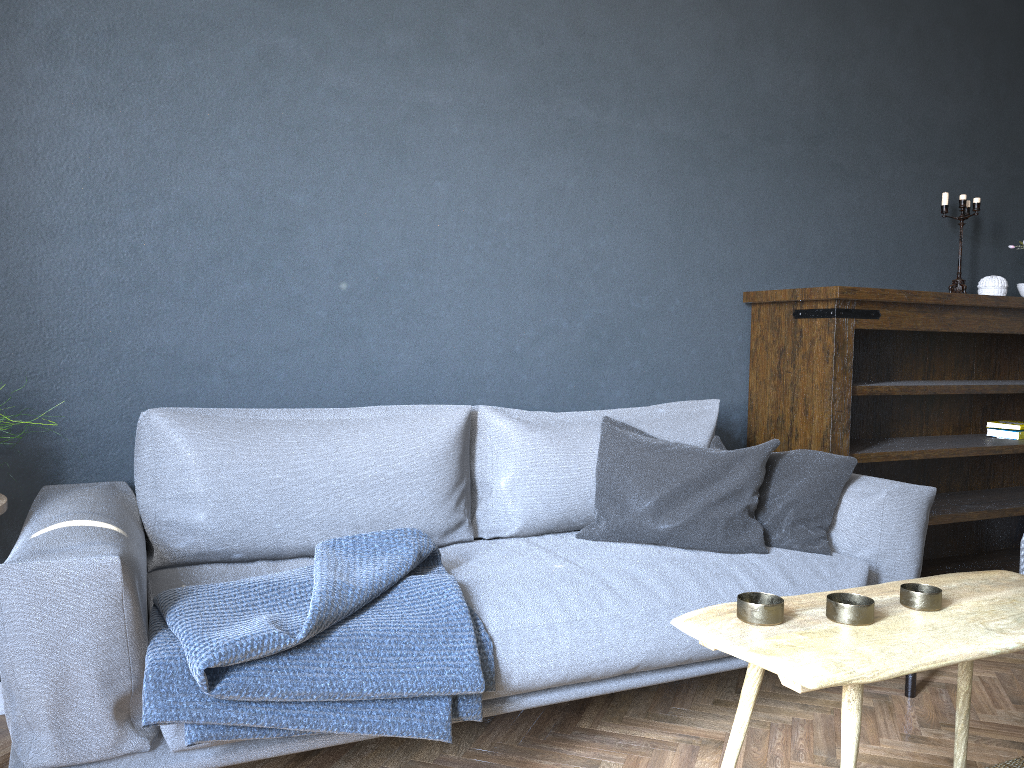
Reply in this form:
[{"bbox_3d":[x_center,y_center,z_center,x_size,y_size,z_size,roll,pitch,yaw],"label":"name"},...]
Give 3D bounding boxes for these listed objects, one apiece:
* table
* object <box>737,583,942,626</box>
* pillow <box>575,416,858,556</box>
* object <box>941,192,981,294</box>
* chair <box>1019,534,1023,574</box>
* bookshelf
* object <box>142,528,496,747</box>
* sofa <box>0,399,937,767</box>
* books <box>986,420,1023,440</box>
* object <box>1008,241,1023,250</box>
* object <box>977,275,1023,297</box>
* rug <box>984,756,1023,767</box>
[{"bbox_3d":[0.662,0.642,1.459,0.787,0.550,0.339,0,4,-26],"label":"table"},{"bbox_3d":[0.535,0.352,1.406,0.369,0.033,0.103,0,3,-16],"label":"object"},{"bbox_3d":[0.573,0.284,2.561,0.797,0.362,0.442,1,3,-8],"label":"pillow"},{"bbox_3d":[1.789,-0.553,3.571,0.130,0.438,0.145,2,4,10],"label":"object"},{"bbox_3d":[1.474,0.502,1.915,0.644,0.812,0.494,4,4,42],"label":"chair"},{"bbox_3d":[1.791,0.257,3.493,1.918,1.173,0.450,0,4,-26],"label":"bookshelf"},{"bbox_3d":[-0.393,0.504,1.815,0.666,0.329,0.490,0,3,-21],"label":"object"},{"bbox_3d":[-0.011,0.463,2.344,2.340,0.799,0.969,0,3,-27],"label":"sofa"},{"bbox_3d":[2.098,0.216,3.679,0.197,0.113,0.174,-1,4,-37],"label":"books"},{"bbox_3d":[2.286,-0.535,3.674,0.385,0.413,0.275,4,4,42],"label":"object"},{"bbox_3d":[1.990,-0.380,3.517,0.255,0.104,0.118,3,3,29],"label":"object"},{"bbox_3d":[0.854,0.923,1.383,2.011,0.013,1.002,0,3,-26],"label":"rug"}]
